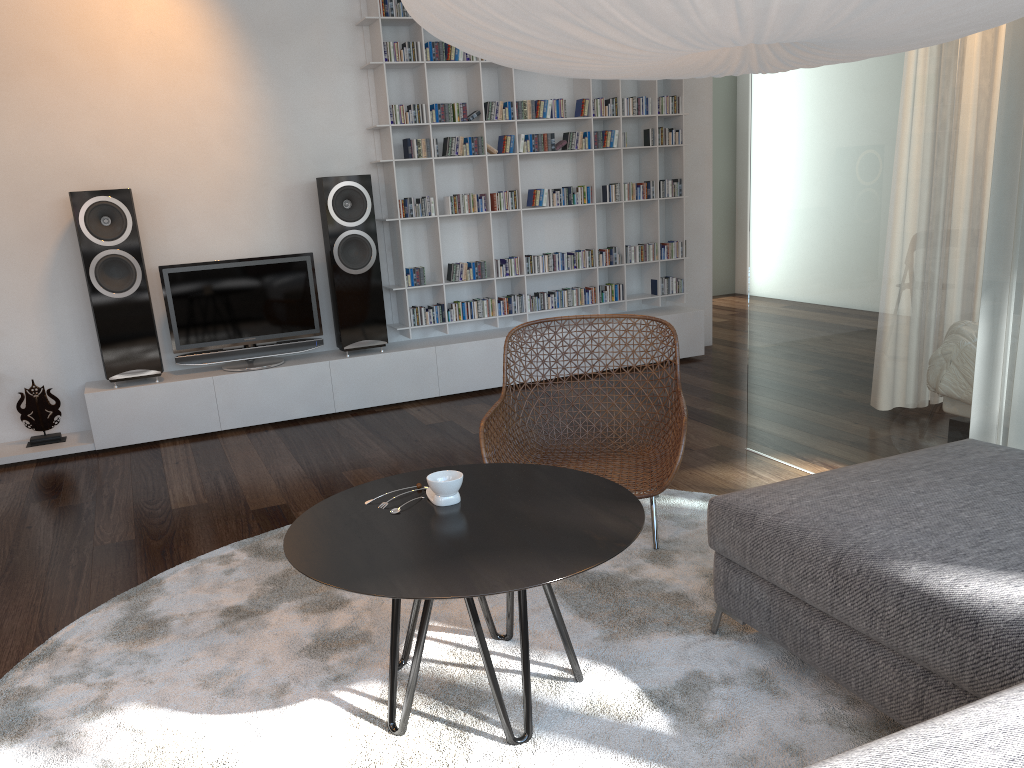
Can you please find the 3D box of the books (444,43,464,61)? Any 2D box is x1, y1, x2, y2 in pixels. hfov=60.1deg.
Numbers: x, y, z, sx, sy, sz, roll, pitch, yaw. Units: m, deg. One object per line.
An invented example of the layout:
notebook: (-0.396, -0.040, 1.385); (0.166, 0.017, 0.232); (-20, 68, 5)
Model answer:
books: (-0.338, -1.912, 5.101); (0.117, 0.110, 0.088); (-10, 16, -22)

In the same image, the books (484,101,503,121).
books: (-0.115, -1.625, 5.275); (0.117, 0.110, 0.088); (-10, 16, -22)

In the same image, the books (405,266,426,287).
books: (-0.593, -0.646, 5.325); (0.131, 0.106, 0.098); (-10, 16, -23)

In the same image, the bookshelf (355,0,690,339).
bookshelf: (0.159, -1.443, 5.502); (2.076, 2.116, 0.223); (-10, 17, -21)

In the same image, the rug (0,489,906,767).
rug: (-0.001, 0.740, 2.372); (2.806, 0.012, 2.816); (-15, 17, -41)

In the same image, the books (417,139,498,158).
books: (-0.327, -1.403, 5.241); (0.501, 0.108, 0.088); (-9, 16, -21)

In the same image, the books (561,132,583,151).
books: (0.378, -1.515, 5.521); (0.117, 0.110, 0.088); (-10, 16, -22)

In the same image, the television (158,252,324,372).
television: (-1.495, -0.400, 4.981); (0.788, 0.612, 0.339); (-5, 16, -4)

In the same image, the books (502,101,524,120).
books: (-0.007, -1.640, 5.320); (0.138, 0.106, 0.098); (-10, 16, -23)

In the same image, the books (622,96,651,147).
books: (0.772, -1.673, 5.656); (0.229, 0.306, 0.113); (-10, 17, -21)

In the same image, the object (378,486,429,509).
object: (-0.274, 0.286, 2.262); (0.025, 0.016, 0.161); (9, 18, 41)

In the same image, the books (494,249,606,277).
books: (0.239, -0.780, 5.659); (0.761, 0.115, 0.113); (-9, 15, -21)

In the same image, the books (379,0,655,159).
books: (0.077, -1.838, 5.307); (1.745, 0.875, 0.113); (-9, 17, -21)

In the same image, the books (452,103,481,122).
books: (-0.270, -1.598, 5.214); (0.163, 0.108, 0.088); (-9, 16, -22)

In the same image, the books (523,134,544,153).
books: (0.119, -1.473, 5.419); (0.131, 0.106, 0.098); (-10, 16, -23)

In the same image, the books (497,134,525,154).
books: (-0.006, -1.455, 5.368); (0.157, 0.112, 0.088); (-9, 16, -22)

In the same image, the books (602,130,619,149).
books: (0.610, -1.552, 5.613); (0.117, 0.110, 0.088); (-10, 16, -22)

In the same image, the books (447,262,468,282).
books: (-0.335, -0.687, 5.427); (0.117, 0.110, 0.088); (-10, 16, -22)

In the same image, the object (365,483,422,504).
object: (-0.307, 0.282, 2.289); (0.166, 0.015, 0.014); (-12, 17, -34)

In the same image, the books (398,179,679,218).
books: (0.204, -1.169, 5.540); (1.916, 0.116, 0.113); (-9, 15, -21)

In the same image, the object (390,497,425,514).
object: (-0.260, 0.300, 2.209); (0.026, 0.010, 0.122); (5, 15, 33)

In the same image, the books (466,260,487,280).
books: (-0.230, -0.703, 5.470); (0.131, 0.106, 0.098); (-10, 16, -23)

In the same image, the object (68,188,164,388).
object: (-2.081, -0.503, 4.683); (0.293, 1.022, 0.276); (-10, 17, -22)

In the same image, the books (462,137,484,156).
books: (-0.243, -1.416, 5.276); (0.131, 0.106, 0.098); (-10, 16, -23)

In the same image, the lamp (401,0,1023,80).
lamp: (0.499, -0.792, 1.861); (1.470, 0.214, 1.442); (-1, 13, 14)

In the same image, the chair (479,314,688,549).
chair: (0.277, 0.149, 3.243); (0.718, 0.723, 0.672); (-1, 15, 10)

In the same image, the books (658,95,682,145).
books: (0.997, -1.708, 5.746); (0.182, 0.306, 0.113); (-10, 17, -21)

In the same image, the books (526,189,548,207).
books: (0.159, -1.162, 5.519); (0.117, 0.110, 0.088); (-10, 16, -22)

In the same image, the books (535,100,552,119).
books: (0.179, -1.671, 5.392); (0.117, 0.110, 0.088); (-10, 16, -22)

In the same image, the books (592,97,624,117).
books: (0.583, -1.735, 5.554); (0.231, 0.115, 0.100); (-9, 16, -22)

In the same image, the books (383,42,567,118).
books: (-0.205, -1.771, 5.198); (1.119, 0.440, 0.100); (-9, 17, -21)

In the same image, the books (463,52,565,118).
books: (0.012, -1.809, 5.285); (0.618, 0.447, 0.099); (-9, 17, -22)

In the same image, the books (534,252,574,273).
books: (0.267, -0.784, 5.669); (0.233, 0.115, 0.113); (-9, 15, -22)

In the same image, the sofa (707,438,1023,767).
sofa: (0.407, 0.617, 1.271); (3.054, 0.685, 2.011); (-9, 14, -22)

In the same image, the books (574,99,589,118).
books: (0.466, -1.877, 5.464); (0.155, 0.440, 0.088); (-10, 17, -21)

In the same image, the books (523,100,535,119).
books: (0.090, -1.656, 5.357); (0.073, 0.111, 0.088); (-10, 16, -22)

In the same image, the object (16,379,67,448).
object: (-2.516, 0.144, 4.711); (0.212, 0.357, 0.119); (-10, 17, -21)

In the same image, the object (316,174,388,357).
object: (-0.934, -0.682, 5.140); (0.293, 1.022, 0.276); (-10, 17, -22)

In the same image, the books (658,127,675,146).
books: (0.805, -1.839, 5.626); (0.566, 0.638, 0.113); (-10, 17, -21)

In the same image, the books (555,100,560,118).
books: (0.102, -1.818, 5.322); (0.348, 0.440, 0.099); (-10, 17, -22)

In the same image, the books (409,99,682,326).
books: (0.200, -1.383, 5.481); (1.944, 1.856, 0.113); (-10, 17, -21)

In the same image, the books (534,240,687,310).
books: (0.657, -0.729, 5.856); (1.128, 0.356, 0.113); (-9, 17, -21)

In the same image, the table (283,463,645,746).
table: (-0.096, 0.549, 2.173); (0.844, 0.482, 0.834); (-9, 14, -20)

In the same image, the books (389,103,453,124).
books: (-0.535, -1.557, 5.110); (0.382, 0.106, 0.100); (-9, 15, -21)

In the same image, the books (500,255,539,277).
books: (0.034, -0.748, 5.576); (0.267, 0.115, 0.098); (-9, 16, -23)

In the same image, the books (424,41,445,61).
books: (-0.456, -1.893, 5.055); (0.131, 0.106, 0.098); (-10, 16, -23)

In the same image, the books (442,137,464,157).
books: (-0.348, -1.403, 5.231); (0.117, 0.110, 0.088); (-10, 16, -22)

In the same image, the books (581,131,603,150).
books: (0.490, -1.531, 5.567); (0.144, 0.107, 0.097); (-10, 16, -23)

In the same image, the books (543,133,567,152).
books: (0.257, -1.494, 5.473); (0.163, 0.108, 0.088); (-9, 16, -22)

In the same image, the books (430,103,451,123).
books: (-0.431, -1.574, 5.151); (0.131, 0.106, 0.098); (-10, 16, -23)

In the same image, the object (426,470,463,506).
object: (-0.170, 0.258, 2.232); (0.091, 0.070, 0.136); (-6, 14, -10)
